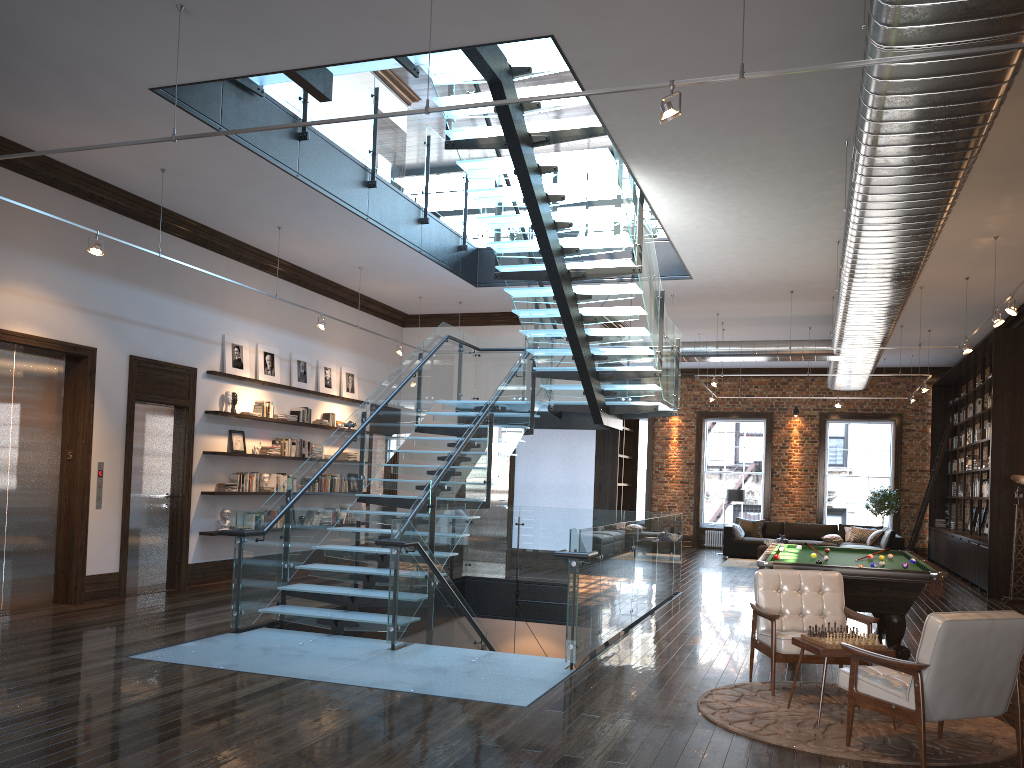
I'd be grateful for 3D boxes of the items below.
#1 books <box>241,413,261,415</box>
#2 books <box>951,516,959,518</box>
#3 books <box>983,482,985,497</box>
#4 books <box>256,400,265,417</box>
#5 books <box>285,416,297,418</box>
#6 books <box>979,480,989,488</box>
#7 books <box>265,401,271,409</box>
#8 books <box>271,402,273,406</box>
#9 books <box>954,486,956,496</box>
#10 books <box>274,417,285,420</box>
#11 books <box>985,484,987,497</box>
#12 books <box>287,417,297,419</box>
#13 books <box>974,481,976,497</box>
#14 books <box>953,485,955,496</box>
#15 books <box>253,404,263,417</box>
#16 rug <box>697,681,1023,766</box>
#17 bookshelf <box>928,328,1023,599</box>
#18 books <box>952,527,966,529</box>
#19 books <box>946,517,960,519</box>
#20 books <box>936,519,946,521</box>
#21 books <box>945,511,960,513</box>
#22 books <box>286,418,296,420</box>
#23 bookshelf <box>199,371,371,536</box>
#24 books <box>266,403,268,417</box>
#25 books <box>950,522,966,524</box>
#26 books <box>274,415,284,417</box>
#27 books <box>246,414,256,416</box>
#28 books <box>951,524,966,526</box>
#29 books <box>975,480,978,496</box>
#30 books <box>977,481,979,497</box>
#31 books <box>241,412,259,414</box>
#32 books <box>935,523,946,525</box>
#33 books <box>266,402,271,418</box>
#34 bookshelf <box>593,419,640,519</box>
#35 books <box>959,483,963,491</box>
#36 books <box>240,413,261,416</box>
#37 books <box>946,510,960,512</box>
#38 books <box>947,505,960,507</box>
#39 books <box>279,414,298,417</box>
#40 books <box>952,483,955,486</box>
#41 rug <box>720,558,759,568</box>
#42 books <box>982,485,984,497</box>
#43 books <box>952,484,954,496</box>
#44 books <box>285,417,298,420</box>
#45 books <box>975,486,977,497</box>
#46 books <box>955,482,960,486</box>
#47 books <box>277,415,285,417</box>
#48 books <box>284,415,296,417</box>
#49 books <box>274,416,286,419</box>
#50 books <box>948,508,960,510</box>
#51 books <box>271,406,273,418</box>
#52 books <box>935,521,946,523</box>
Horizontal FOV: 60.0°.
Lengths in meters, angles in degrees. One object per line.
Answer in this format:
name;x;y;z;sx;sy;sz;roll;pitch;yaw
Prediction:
books;-3.491;0.401;11.835;0.142;0.011;0.257;0;-7;21
books;9.834;2.952;19.732;0.183;0.033;0.272;-1;-7;24
books;8.582;1.907;15.972;0.158;0.269;0.032;1;-2;19
books;-3.417;0.337;12.030;0.142;0.228;0.014;1;-2;19
books;-3.203;0.472;12.674;0.142;0.011;0.257;0;-7;21
books;8.676;1.916;16.275;0.186;0.316;0.015;1;-2;19
books;-3.372;0.352;12.145;0.133;0.228;0.025;1;-2;19
books;-3.354;0.361;12.243;0.119;0.232;0.014;1;-2;19
books;9.617;2.302;19.064;0.212;0.232;0.019;1;-2;19
books;-3.293;0.482;12.401;0.155;0.015;0.212;0;-7;19
books;8.494;1.895;15.735;0.167;0.233;0.032;1;-2;19
books;-3.201;0.483;12.673;0.142;0.011;0.257;0;-7;16
books;8.886;1.996;16.866;0.184;0.300;0.016;1;-2;19
books;9.729;2.333;19.351;0.188;0.243;0.026;1;-2;19
books;-3.436;0.360;12.001;0.128;0.175;0.050;1;-2;19
rug;2.215;2.170;5.794;1.969;0.015;1.981;0;-7;21
bookshelf;8.582;1.598;16.557;0.600;3.984;7.448;2;-5;19
books;9.504;3.064;18.867;0.229;0.008;0.329;0;-7;19
books;9.813;2.978;19.738;0.250;0.020;0.319;0;-7;19
books;9.599;3.045;19.867;0.199;0.020;0.212;-1;-7;23
books;9.811;2.849;19.739;0.260;0.028;0.317;0;-7;19
books;-3.206;0.504;12.674;0.142;0.011;0.256;0;-7;20
bookshelf;-3.102;1.092;12.953;0.200;2.047;4.098;2;-5;19
books;-3.395;0.356;12.054;0.163;0.197;0.029;1;-2;19
books;9.492;2.957;18.876;0.226;0.007;0.374;1;-6;13
books;-3.294;0.453;12.401;0.125;0.014;0.215;0;-7;19
books;-3.494;0.422;11.835;0.142;0.011;0.256;0;-7;18
books;9.497;3.003;18.872;0.228;0.008;0.332;0;-6;16
books;8.865;1.980;16.773;0.170;0.310;0.039;1;-2;19
books;8.746;1.953;16.457;0.184;0.287;0.016;1;-2;19
books;-3.490;0.390;11.835;0.142;0.011;0.257;0;-7;17
books;9.593;3.136;19.866;0.200;0.019;0.256;0;-7;21
books;-3.372;0.353;12.099;0.164;0.216;0.012;1;-2;19
bookshelf;1.878;1.507;15.803;0.400;3.505;1.790;2;-2;19
books;9.587;2.254;18.858;0.129;0.282;0.030;1;-2;19
books;-3.489;0.412;11.834;0.141;0.010;0.288;0;-7;16
books;9.813;2.825;19.739;0.240;0.019;0.229;1;-6;14
books;9.831;2.714;19.737;0.207;0.021;0.248;1;-6;14
books;-3.197;0.451;12.673;0.142;0.011;0.258;-1;-7;23
books;9.823;2.335;19.602;0.183;0.300;0.015;1;-2;19
rug;5.218;3.570;17.470;2.020;0.003;2.126;0;-7;19
books;8.626;1.946;16.115;0.190;0.217;0.033;1;-2;19
books;9.791;2.341;19.507;0.186;0.265;0.035;1;-2;19
books;-3.202;0.493;12.673;0.141;0.010;0.288;0;-7;22
books;8.818;2.021;16.680;0.174;0.206;0.031;1;-2;19
books;9.675;2.281;19.174;0.165;0.303;0.013;1;-2;19
books;-3.291;0.441;12.410;0.152;0.013;0.196;0;-7;19
books;-3.204;0.461;12.675;0.141;0.010;0.287;0;-7;18
books;-3.285;0.469;12.413;0.159;0.014;0.184;0;-7;19
books;9.838;2.780;19.732;0.203;0.020;0.319;0;-7;20
books;-3.355;0.386;12.217;0.131;0.177;0.035;1;-2;19
books;9.597;3.092;19.866;0.205;0.015;0.266;0;-7;17
